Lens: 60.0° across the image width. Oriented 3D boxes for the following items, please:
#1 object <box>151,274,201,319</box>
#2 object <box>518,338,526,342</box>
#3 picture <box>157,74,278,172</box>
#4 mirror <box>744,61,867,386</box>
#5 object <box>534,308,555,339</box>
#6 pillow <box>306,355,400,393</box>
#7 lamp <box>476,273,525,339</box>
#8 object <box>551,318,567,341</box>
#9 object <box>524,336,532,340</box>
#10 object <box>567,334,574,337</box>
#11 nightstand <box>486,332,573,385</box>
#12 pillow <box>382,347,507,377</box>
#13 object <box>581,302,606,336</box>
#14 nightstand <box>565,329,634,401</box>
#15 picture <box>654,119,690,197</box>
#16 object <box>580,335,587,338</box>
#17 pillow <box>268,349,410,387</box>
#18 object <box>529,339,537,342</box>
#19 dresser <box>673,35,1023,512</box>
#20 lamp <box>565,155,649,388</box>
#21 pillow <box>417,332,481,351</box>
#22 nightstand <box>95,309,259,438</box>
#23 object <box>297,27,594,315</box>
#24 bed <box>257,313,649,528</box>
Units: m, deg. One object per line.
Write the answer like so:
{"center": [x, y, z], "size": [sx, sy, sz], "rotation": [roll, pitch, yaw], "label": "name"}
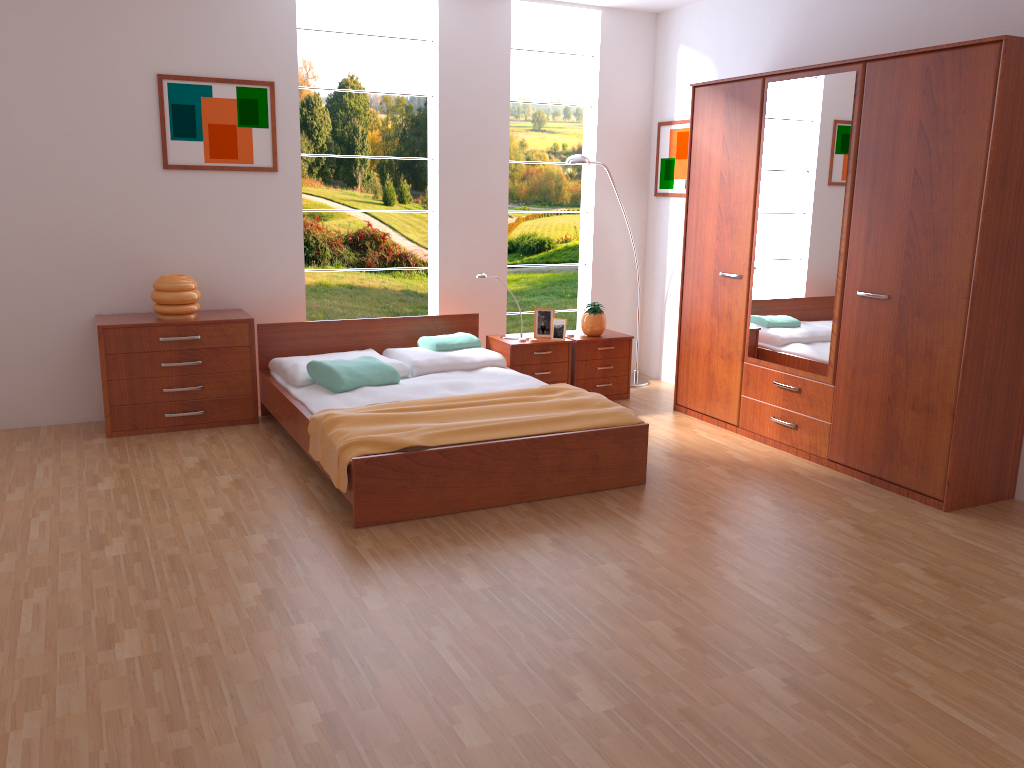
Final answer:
{"center": [-1.902, -0.494, 5.019], "size": [0.264, 0.244, 0.264], "rotation": [-1, 13, -9], "label": "object"}
{"center": [0.065, -0.278, 5.603], "size": [0.049, 0.018, 0.049], "rotation": [-9, 16, -39], "label": "object"}
{"center": [-1.697, -1.503, 5.144], "size": [0.645, 0.517, 0.030], "rotation": [-5, 14, -26], "label": "picture"}
{"center": [1.490, -0.815, 4.593], "size": [0.037, 1.556, 0.681], "rotation": [-5, 14, -26], "label": "mirror"}
{"center": [0.208, -0.390, 5.715], "size": [0.131, 0.191, 0.037], "rotation": [2, 12, 4], "label": "object"}
{"center": [-0.862, -0.058, 4.831], "size": [0.334, 0.164, 0.425], "rotation": [11, 16, 39], "label": "pillow"}
{"center": [-0.059, -0.497, 5.641], "size": [0.337, 0.421, 0.163], "rotation": [-9, 16, -37], "label": "lamp"}
{"center": [0.298, -0.348, 5.649], "size": [0.094, 0.137, 0.027], "rotation": [5, 13, 18], "label": "object"}
{"center": [0.102, -0.291, 5.667], "size": [0.049, 0.018, 0.049], "rotation": [-9, 16, -39], "label": "object"}
{"center": [0.382, -0.318, 5.813], "size": [0.049, 0.018, 0.049], "rotation": [-9, 16, -39], "label": "object"}
{"center": [0.106, -0.082, 5.770], "size": [0.439, 0.442, 0.377], "rotation": [-5, 14, -26], "label": "nightstand"}
{"center": [-0.414, -0.146, 5.457], "size": [0.630, 0.182, 0.574], "rotation": [-5, 14, -27], "label": "pillow"}
{"center": [0.538, -0.428, 5.846], "size": [0.170, 0.223, 0.169], "rotation": [12, 17, 42], "label": "object"}
{"center": [0.523, -0.118, 5.971], "size": [0.439, 0.442, 0.377], "rotation": [-5, 14, -26], "label": "nightstand"}
{"center": [1.190, -1.551, 6.107], "size": [0.030, 0.517, 0.645], "rotation": [-5, 14, -26], "label": "picture"}
{"center": [0.466, -0.310, 5.781], "size": [0.049, 0.018, 0.049], "rotation": [-9, 16, -39], "label": "object"}
{"center": [-1.017, -0.087, 5.144], "size": [0.682, 0.157, 0.574], "rotation": [-7, 15, -32], "label": "pillow"}
{"center": [0.131, -0.274, 5.591], "size": [0.049, 0.018, 0.049], "rotation": [-9, 16, -39], "label": "object"}
{"center": [1.691, -0.616, 4.687], "size": [0.487, 2.004, 2.017], "rotation": [-5, 14, -26], "label": "dresser"}
{"center": [0.698, -0.755, 6.159], "size": [0.387, 1.603, 0.799], "rotation": [10, 15, 36], "label": "lamp"}
{"center": [-0.393, -0.251, 5.527], "size": [0.322, 0.116, 0.276], "rotation": [-6, 14, -29], "label": "pillow"}
{"center": [-1.923, -0.076, 5.106], "size": [0.815, 0.626, 0.428], "rotation": [-5, 14, -26], "label": "nightstand"}
{"center": [-0.346, -1.341, 5.959], "size": [2.205, 1.815, 0.033], "rotation": [-5, 14, -26], "label": "object"}
{"center": [-0.368, 0.054, 4.762], "size": [1.632, 0.560, 1.990], "rotation": [-5, 14, -26], "label": "bed"}
